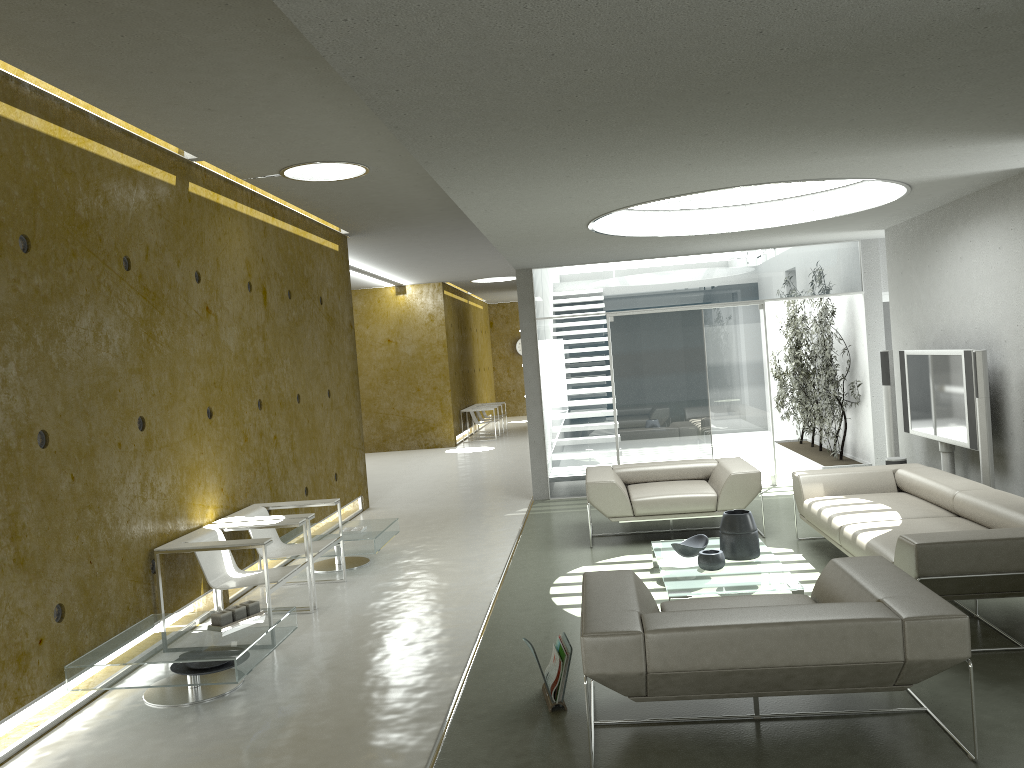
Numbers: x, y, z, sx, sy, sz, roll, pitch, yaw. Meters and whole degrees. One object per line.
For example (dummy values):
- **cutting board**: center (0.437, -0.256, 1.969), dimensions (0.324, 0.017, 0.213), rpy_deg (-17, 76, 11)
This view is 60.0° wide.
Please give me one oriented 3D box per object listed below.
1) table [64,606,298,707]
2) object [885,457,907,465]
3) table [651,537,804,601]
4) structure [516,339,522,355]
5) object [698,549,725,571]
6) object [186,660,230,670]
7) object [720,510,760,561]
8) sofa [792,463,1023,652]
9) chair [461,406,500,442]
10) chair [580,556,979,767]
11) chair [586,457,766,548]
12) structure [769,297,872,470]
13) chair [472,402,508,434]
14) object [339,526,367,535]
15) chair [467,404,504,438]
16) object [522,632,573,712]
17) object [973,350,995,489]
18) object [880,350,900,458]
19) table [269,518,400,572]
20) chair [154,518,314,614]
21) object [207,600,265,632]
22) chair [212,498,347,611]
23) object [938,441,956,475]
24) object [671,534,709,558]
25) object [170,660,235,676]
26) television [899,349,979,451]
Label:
- **table**: center (-1.765, 1.528, 4.894), dimensions (0.900, 0.300, 0.900), rpy_deg (-4, 2, 5)
- **object**: center (3.619, 0.926, 8.335), dimensions (0.175, 0.461, 0.185), rpy_deg (-4, 2, 0)
- **table**: center (1.398, 1.298, 5.999), dimensions (0.790, 0.200, 1.500), rpy_deg (-4, 2, 5)
- **structure**: center (0.390, -1.069, 25.395), dimensions (0.547, 0.539, 0.016), rpy_deg (-4, 2, 5)
- **object**: center (1.305, 1.154, 5.803), dimensions (0.177, 0.113, 0.177), rpy_deg (-5, 2, -14)
- **object**: center (-1.597, 1.473, 4.691), dimensions (0.239, 0.027, 0.239), rpy_deg (-4, 2, 22)
- **object**: center (1.550, 1.029, 6.062), dimensions (0.265, 0.309, 0.265), rpy_deg (-5, 2, -12)
- **sofa**: center (2.692, 1.006, 5.871), dimensions (1.037, 0.585, 2.791), rpy_deg (-4, 2, 5)
- **chair**: center (-0.665, 0.852, 18.943), dimensions (0.710, 0.667, 0.800), rpy_deg (-4, 2, 5)
- **chair**: center (1.067, 1.192, 3.937), dimensions (1.481, 0.583, 1.039), rpy_deg (-4, 2, 5)
- **chair**: center (1.426, 1.046, 8.018), dimensions (1.481, 0.583, 1.039), rpy_deg (-4, 2, 5)
- **structure**: center (3.867, -0.259, 11.766), dimensions (0.646, 2.589, 3.371), rpy_deg (-4, 2, 5)
- **chair**: center (-0.515, 0.792, 20.648), dimensions (0.710, 0.667, 0.800), rpy_deg (-4, 2, 5)
- **object**: center (-1.357, 1.253, 7.579), dimensions (0.197, 0.029, 0.189), rpy_deg (-4, 2, 5)
- **chair**: center (-0.590, 0.822, 19.796), dimensions (0.710, 0.667, 0.800), rpy_deg (-4, 2, 5)
- **object**: center (0.180, 1.398, 4.326), dimensions (0.216, 0.288, 0.329), rpy_deg (-5, 2, -5)
- **object**: center (3.463, 0.486, 6.475), dimensions (0.310, 1.469, 0.310), rpy_deg (-5, 2, -18)
- **object**: center (3.726, 0.401, 8.698), dimensions (0.310, 1.469, 0.310), rpy_deg (-3, 2, 32)
- **table**: center (-1.516, 1.426, 7.730), dimensions (0.900, 0.300, 0.900), rpy_deg (-4, 2, 5)
- **chair**: center (-1.813, 1.318, 5.887), dimensions (0.710, 0.667, 0.800), rpy_deg (-4, 2, 5)
- **object**: center (-1.568, 1.309, 5.042), dimensions (0.118, 0.097, 0.326), rpy_deg (-4, 2, 30)
- **chair**: center (-1.738, 1.288, 6.740), dimensions (0.710, 0.667, 0.800), rpy_deg (-4, 2, 5)
- **object**: center (3.659, 0.831, 7.567), dimensions (0.323, 0.689, 0.882), rpy_deg (-4, 2, 5)
- **object**: center (1.245, 1.142, 6.194), dimensions (0.223, 0.125, 0.317), rpy_deg (-3, 2, 42)
- **object**: center (-1.597, 1.476, 4.692), dimensions (0.394, 0.027, 0.394), rpy_deg (-5, 2, -12)
- **television**: center (3.656, 0.095, 7.541), dimensions (0.127, 0.781, 1.603), rpy_deg (-4, 2, 5)
